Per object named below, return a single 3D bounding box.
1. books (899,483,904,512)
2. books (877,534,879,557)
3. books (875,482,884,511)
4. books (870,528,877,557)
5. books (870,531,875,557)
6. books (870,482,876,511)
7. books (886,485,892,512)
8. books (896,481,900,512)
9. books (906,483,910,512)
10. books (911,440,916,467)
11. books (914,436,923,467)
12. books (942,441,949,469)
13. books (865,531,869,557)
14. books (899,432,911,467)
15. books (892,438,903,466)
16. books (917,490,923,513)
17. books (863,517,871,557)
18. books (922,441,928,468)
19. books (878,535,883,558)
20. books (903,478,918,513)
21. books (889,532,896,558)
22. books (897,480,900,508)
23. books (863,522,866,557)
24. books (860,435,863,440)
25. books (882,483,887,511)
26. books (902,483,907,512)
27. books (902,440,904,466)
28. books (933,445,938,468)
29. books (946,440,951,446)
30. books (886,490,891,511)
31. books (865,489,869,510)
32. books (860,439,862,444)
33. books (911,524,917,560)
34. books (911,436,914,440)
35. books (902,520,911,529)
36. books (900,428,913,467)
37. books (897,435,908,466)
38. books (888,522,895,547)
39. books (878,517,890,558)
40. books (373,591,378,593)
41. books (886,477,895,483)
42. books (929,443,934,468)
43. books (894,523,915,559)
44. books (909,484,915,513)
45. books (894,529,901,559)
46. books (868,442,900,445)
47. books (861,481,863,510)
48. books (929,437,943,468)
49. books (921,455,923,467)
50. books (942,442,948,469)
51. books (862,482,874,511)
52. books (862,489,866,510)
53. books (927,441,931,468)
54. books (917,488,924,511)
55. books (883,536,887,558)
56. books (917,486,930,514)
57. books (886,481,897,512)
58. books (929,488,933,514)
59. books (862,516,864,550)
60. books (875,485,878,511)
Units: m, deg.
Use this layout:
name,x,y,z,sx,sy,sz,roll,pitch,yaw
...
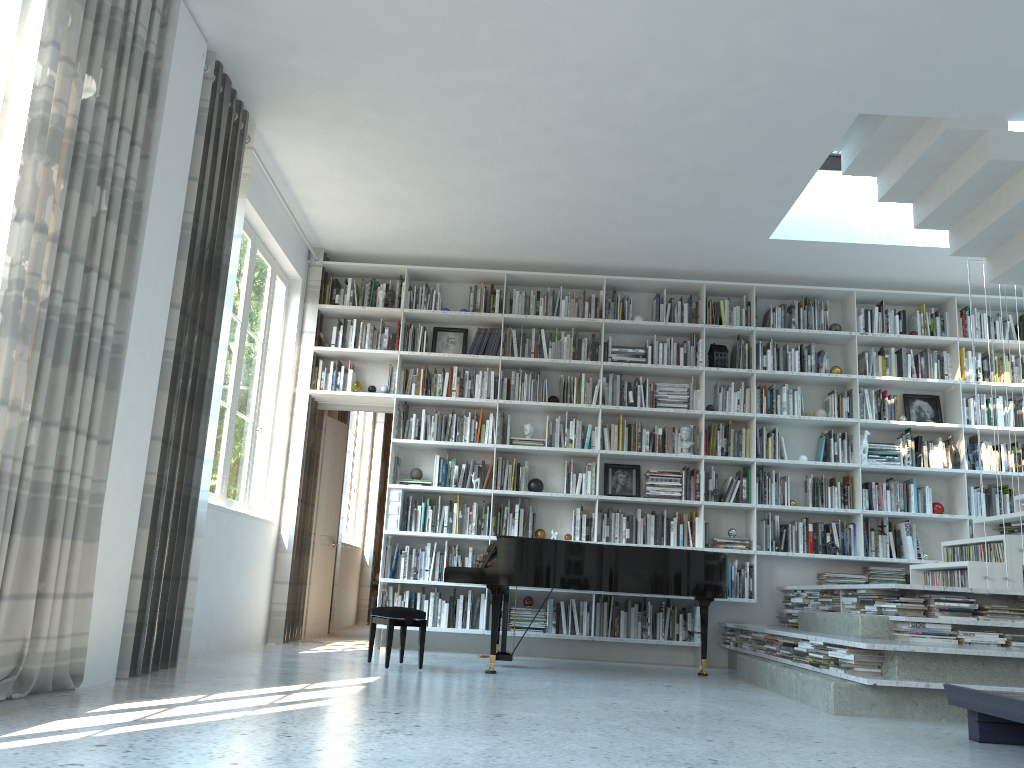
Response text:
name,x,y,z,sx,sy,sz,roll,pitch,yaw
books,3.157,0.948,7.263,0.026,0.246,0.166,3,-13,1
books,2.936,1.311,7.186,0.025,0.209,0.137,3,-13,1
books,2.982,0.934,7.248,0.045,0.245,0.186,3,-13,1
books,2.917,1.291,7.179,0.015,0.243,0.157,3,-13,1
books,2.898,1.307,7.186,0.023,0.214,0.164,3,-13,1
books,2.938,0.936,7.266,0.024,0.246,0.143,3,-13,1
books,3.063,0.950,7.258,0.012,0.229,0.179,3,-13,1
books,3.116,0.933,7.243,0.012,0.261,0.187,3,-13,1
books,3.216,0.948,7.269,0.012,0.253,0.161,3,-13,1
books,3.278,0.598,7.328,0.030,0.236,0.179,3,-13,1
books,3.337,0.580,7.336,0.059,0.281,0.167,3,-13,1
books,3.566,0.607,7.338,0.024,0.254,0.145,3,-13,1
books,2.857,1.308,7.198,0.033,0.213,0.140,3,-13,1
books,3.249,0.564,7.328,0.011,0.299,0.184,3,-13,1
books,3.193,0.587,7.340,0.012,0.253,0.161,3,-13,1
books,3.295,0.975,7.245,0.030,0.200,0.190,3,-13,1
books,2.883,1.254,7.209,0.013,0.326,0.131,3,-13,1
books,3.391,0.603,7.337,0.031,0.241,0.147,3,-13,1
books,2.963,1.324,7.184,0.030,0.187,0.140,3,-13,1
books,3.259,0.928,7.251,0.026,0.289,0.181,3,-13,1
books,3.043,1.311,7.176,0.052,0.216,0.185,3,-13,1
books,3.139,0.934,7.263,0.011,0.271,0.152,3,-13,1
books,2.835,1.269,7.195,0.015,0.286,0.138,3,-13,1
books,2.874,0.566,7.357,0.028,0.266,0.138,3,-13,1
books,3.017,0.943,7.262,0.026,0.238,0.177,3,-13,1
books,3.178,0.943,7.244,0.014,0.248,0.177,3,-13,1
books,3.210,0.595,7.356,0.023,0.246,0.138,3,-13,1
books,3.478,0.624,7.342,0.025,0.212,0.156,3,-13,1
books,3.643,0.601,7.355,0.029,0.283,0.139,3,-13,1
books,3.042,0.970,7.243,0.027,0.181,0.186,3,-13,1
books,2.874,0.961,7.252,0.022,0.183,0.163,3,-13,1
books,2.845,0.580,7.323,0.027,0.221,0.184,3,-13,1
books,3.227,1.286,7.177,0.025,0.286,0.160,3,-13,1
books,3.301,0.582,7.349,0.013,0.279,0.131,3,-13,1
books,3.210,1.271,7.203,0.012,0.325,0.136,3,-13,1
books,3.261,0.545,7.331,0.010,0.338,0.180,3,-13,1
books,3.237,0.576,7.353,0.012,0.284,0.160,3,-13,1
books,3.077,1.276,7.206,0.010,0.303,0.132,3,-13,1
books,3.014,1.253,7.189,0.014,0.332,0.169,3,-13,1
books,-1.775,2.627,11.221,0.189,0.022,0.133,13,-17,-37
books,3.105,0.918,7.264,0.013,0.298,0.148,3,-13,1
books,3.452,0.614,7.352,0.028,0.234,0.129,3,-13,1
books,3.149,1.272,7.145,0.075,0.290,0.255,3,-13,1
books,3.233,0.949,7.243,0.023,0.243,0.190,3,-13,1
books,3.095,1.304,7.181,0.031,0.239,0.172,3,-13,1
books,3.044,0.509,7.363,0.285,0.012,0.160,3,-13,3
books,2.837,0.928,7.273,0.012,0.253,0.161,3,-13,1
books,3.503,0.592,7.324,0.021,0.270,0.192,3,-13,1
books,3.371,0.590,7.362,0.010,0.277,0.129,3,-13,1
books,3.533,0.610,7.323,0.041,0.238,0.177,3,-13,1
books,2.903,0.933,7.255,0.047,0.243,0.177,3,-13,1
books,2.852,0.959,7.255,0.023,0.186,0.160,3,-13,1
books,3.422,0.605,7.355,0.031,0.249,0.133,3,-13,1
books,3.328,0.971,7.261,0.037,0.218,0.140,3,-13,1
books,2.990,1.325,7.177,0.024,0.184,0.149,3,-13,1
books,3.360,0.963,7.254,0.025,0.235,0.181,3,-13,1
books,3.084,0.933,7.238,0.028,0.254,0.192,3,-13,1
books,3.385,0.970,7.254,0.027,0.222,0.170,3,-13,1
books,2.823,1.243,7.198,0.014,0.336,0.132,3,-13,1
books,2.955,0.945,7.251,0.011,0.222,0.163,3,-13,1
